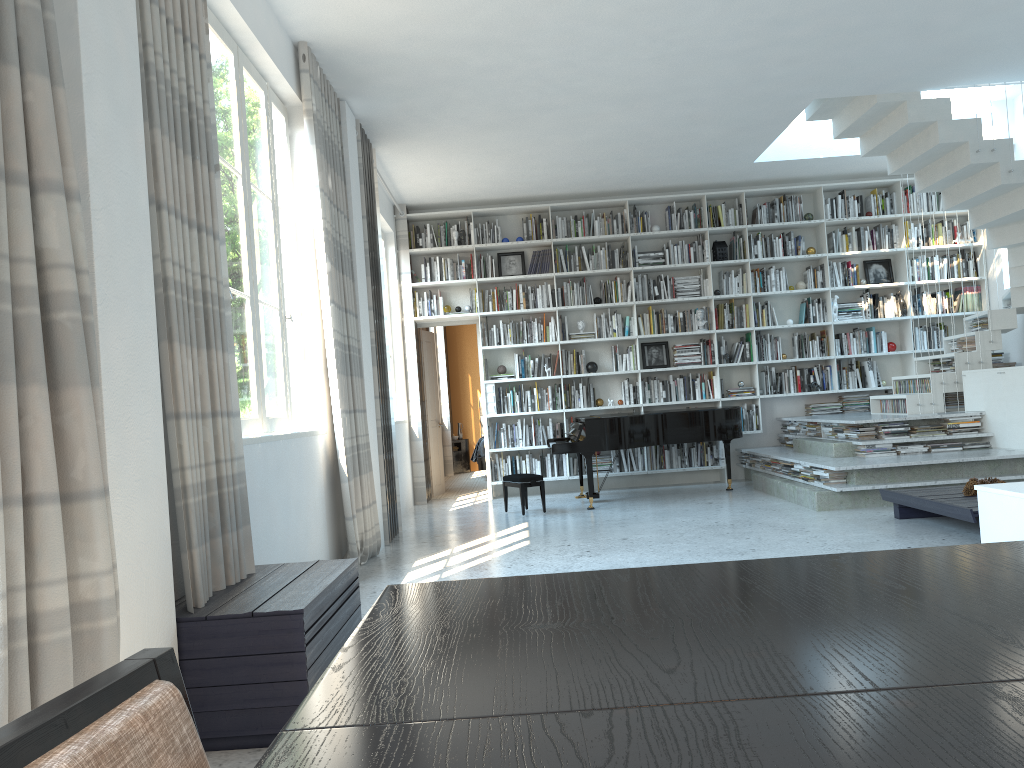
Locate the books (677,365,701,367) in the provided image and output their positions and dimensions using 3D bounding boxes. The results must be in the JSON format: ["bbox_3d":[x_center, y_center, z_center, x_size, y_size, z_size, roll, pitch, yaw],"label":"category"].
[{"bbox_3d":[1.920,-0.191,9.710,0.254,0.012,0.161,-4,-2,-4],"label":"books"}]

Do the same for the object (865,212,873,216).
[{"bbox_3d":[3.876,-1.835,9.627,0.071,0.072,0.071,-3,-2,-41],"label":"object"}]

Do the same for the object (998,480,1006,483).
[{"bbox_3d":[3.115,0.661,5.610,0.083,0.100,0.092,-4,-1,5],"label":"object"}]

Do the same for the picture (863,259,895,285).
[{"bbox_3d":[4.040,-1.223,9.765,0.300,0.299,0.077,-4,-1,0],"label":"picture"}]

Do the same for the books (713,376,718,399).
[{"bbox_3d":[2.207,0.038,9.688,0.033,0.246,0.176,-4,-1,0],"label":"books"}]

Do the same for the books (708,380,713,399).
[{"bbox_3d":[2.149,0.059,9.692,0.042,0.212,0.169,-4,-1,0],"label":"books"}]

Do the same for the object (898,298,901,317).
[{"bbox_3d":[4.213,-0.823,9.697,0.022,0.211,0.179,-4,-1,0],"label":"object"}]

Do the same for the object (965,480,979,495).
[{"bbox_3d":[2.971,0.672,5.720,0.110,0.101,0.114,-4,-1,-17],"label":"object"}]

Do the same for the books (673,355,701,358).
[{"bbox_3d":[1.913,-0.299,9.708,0.285,0.012,0.159,-4,-2,5],"label":"books"}]

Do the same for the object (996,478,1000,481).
[{"bbox_3d":[3.190,0.661,5.821,0.086,0.101,0.078,-4,-1,-26],"label":"object"}]

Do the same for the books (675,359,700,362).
[{"bbox_3d":[1.916,-0.252,9.708,0.254,0.012,0.161,-4,-2,-5],"label":"books"}]

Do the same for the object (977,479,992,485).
[{"bbox_3d":[3.042,0.661,5.713,0.108,0.108,0.094,-3,-1,-32],"label":"object"}]

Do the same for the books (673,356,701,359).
[{"bbox_3d":[1.913,-0.287,9.715,0.285,0.012,0.159,-4,-2,2],"label":"books"}]

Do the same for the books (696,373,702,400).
[{"bbox_3d":[2.044,0.026,9.709,0.014,0.293,0.137,-4,-1,0],"label":"books"}]

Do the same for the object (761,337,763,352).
[{"bbox_3d":[2.727,-0.375,9.726,0.007,0.266,0.135,-4,-1,0],"label":"object"}]

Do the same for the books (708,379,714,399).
[{"bbox_3d":[2.175,0.055,9.693,0.011,0.216,0.166,-4,-1,0],"label":"books"}]

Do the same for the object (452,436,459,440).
[{"bbox_3d":[-0.891,0.846,13.866,0.118,0.061,0.118,-4,-1,8],"label":"object"}]

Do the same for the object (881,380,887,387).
[{"bbox_3d":[4.053,-0.006,9.688,0.071,0.072,0.071,-3,-2,-41],"label":"object"}]

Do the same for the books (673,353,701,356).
[{"bbox_3d":[1.911,-0.323,9.709,0.285,0.012,0.159,-4,-2,5],"label":"books"}]

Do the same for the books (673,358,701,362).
[{"bbox_3d":[1.915,-0.263,9.720,0.285,0.012,0.159,-4,-2,0],"label":"books"}]

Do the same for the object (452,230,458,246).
[{"bbox_3d":[-0.611,-1.568,9.605,0.067,0.198,0.067,-5,-1,43],"label":"object"}]

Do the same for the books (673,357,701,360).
[{"bbox_3d":[1.914,-0.275,9.718,0.285,0.012,0.159,-4,-2,1],"label":"books"}]

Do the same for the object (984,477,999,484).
[{"bbox_3d":[3.136,0.656,5.785,0.097,0.102,0.099,-3,-1,-29],"label":"object"}]

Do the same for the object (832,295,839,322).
[{"bbox_3d":[3.478,-0.810,9.545,0.087,0.288,0.075,-5,-1,35],"label":"object"}]

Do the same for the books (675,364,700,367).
[{"bbox_3d":[1.919,-0.203,9.714,0.254,0.012,0.161,-4,-2,2],"label":"books"}]

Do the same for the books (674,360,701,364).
[{"bbox_3d":[1.917,-0.240,9.707,0.285,0.012,0.159,-4,-2,5],"label":"books"}]

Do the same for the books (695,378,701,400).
[{"bbox_3d":[2.028,0.056,9.697,0.023,0.234,0.175,-4,-1,0],"label":"books"}]

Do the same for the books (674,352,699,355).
[{"bbox_3d":[1.910,-0.335,9.714,0.254,0.012,0.161,-4,-2,3],"label":"books"}]

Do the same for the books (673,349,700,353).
[{"bbox_3d":[1.908,-0.359,9.712,0.254,0.012,0.161,-4,-2,-4],"label":"books"}]

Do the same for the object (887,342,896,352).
[{"bbox_3d":[4.130,-0.400,9.670,0.115,0.116,0.115,-4,-1,-22],"label":"object"}]

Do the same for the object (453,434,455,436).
[{"bbox_3d":[-0.954,0.832,13.981,0.106,0.103,0.106,-4,-1,8],"label":"object"}]

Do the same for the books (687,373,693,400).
[{"bbox_3d":[1.946,0.031,9.701,0.012,0.296,0.177,-4,-1,0],"label":"books"}]

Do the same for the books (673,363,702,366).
[{"bbox_3d":[1.918,-0.216,9.707,0.285,0.012,0.159,-4,-2,-5],"label":"books"}]

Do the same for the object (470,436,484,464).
[{"bbox_3d":[0.133,0.829,13.014,1.481,0.540,1.451,-4,-1,0],"label":"object"}]

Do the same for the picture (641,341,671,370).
[{"bbox_3d":[1.582,-0.313,9.768,0.300,0.299,0.077,-4,-1,0],"label":"picture"}]

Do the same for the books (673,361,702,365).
[{"bbox_3d":[1.917,-0.227,9.717,0.285,0.012,0.159,-4,-2,-1],"label":"books"}]

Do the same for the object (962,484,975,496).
[{"bbox_3d":[2.918,0.683,5.665,0.082,0.085,0.082,-4,-1,15],"label":"object"}]

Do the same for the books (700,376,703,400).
[{"bbox_3d":[2.060,0.044,9.716,0.014,0.256,0.145,-4,-1,0],"label":"books"}]

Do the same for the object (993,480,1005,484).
[{"bbox_3d":[3.134,0.663,5.717,0.106,0.086,0.091,-4,-1,14],"label":"object"}]

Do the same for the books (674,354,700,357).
[{"bbox_3d":[1.912,-0.311,9.709,0.254,0.012,0.161,-4,-2,-5],"label":"books"}]

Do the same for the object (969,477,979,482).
[{"bbox_3d":[3.019,0.657,5.787,0.090,0.106,0.097,-4,-1,22],"label":"object"}]

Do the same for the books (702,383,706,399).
[{"bbox_3d":[2.081,0.078,9.691,0.023,0.183,0.169,-4,-1,0],"label":"books"}]

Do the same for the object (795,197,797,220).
[{"bbox_3d":[3.101,-1.891,9.732,0.006,0.297,0.129,-4,-1,0],"label":"object"}]

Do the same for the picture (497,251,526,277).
[{"bbox_3d":[-0.005,-1.309,9.792,0.300,0.299,0.077,-4,-1,0],"label":"picture"}]

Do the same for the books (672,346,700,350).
[{"bbox_3d":[1.906,-0.396,9.717,0.285,0.012,0.159,-4,-2,2],"label":"books"}]

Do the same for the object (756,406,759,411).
[{"bbox_3d":[2.663,0.370,9.618,0.011,0.260,0.142,-4,-1,0],"label":"object"}]

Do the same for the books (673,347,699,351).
[{"bbox_3d":[1.907,-0.384,9.712,0.254,0.012,0.161,-4,-2,-4],"label":"books"}]

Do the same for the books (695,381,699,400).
[{"bbox_3d":[2.006,0.073,9.697,0.023,0.204,0.167,-4,-1,0],"label":"books"}]

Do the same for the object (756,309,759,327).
[{"bbox_3d":[2.675,-0.711,9.714,0.013,0.208,0.140,-4,-1,0],"label":"object"}]

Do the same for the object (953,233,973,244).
[{"bbox_3d":[4.864,-1.572,9.579,0.203,0.137,0.095,-4,-1,16],"label":"object"}]

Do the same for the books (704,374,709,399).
[{"bbox_3d":[2.112,0.032,9.703,0.026,0.272,0.175,-4,-1,0],"label":"books"}]

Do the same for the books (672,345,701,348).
[{"bbox_3d":[1.905,-0.408,9.710,0.285,0.012,0.159,-4,-2,-5],"label":"books"}]

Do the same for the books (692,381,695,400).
[{"bbox_3d":[1.968,0.074,9.698,0.024,0.207,0.183,-4,-1,0],"label":"books"}]

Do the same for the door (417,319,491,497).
[{"bbox_3d":[-0.700,0.303,10.276,0.834,1.980,0.786,-4,-1,0],"label":"door"}]

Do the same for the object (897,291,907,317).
[{"bbox_3d":[4.208,-0.862,9.560,0.087,0.288,0.075,-5,-1,35],"label":"object"}]

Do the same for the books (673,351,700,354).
[{"bbox_3d":[1.909,-0.347,9.714,0.254,0.012,0.161,-4,-2,-3],"label":"books"}]

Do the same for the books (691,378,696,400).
[{"bbox_3d":[1.986,0.059,9.709,0.014,0.235,0.154,-4,-1,0],"label":"books"}]

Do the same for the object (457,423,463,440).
[{"bbox_3d":[-0.821,0.740,13.966,0.091,0.268,0.091,-3,-1,-44],"label":"object"}]

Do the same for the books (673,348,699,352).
[{"bbox_3d":[1.907,-0.371,9.714,0.254,0.012,0.161,-4,-2,-3],"label":"books"}]
